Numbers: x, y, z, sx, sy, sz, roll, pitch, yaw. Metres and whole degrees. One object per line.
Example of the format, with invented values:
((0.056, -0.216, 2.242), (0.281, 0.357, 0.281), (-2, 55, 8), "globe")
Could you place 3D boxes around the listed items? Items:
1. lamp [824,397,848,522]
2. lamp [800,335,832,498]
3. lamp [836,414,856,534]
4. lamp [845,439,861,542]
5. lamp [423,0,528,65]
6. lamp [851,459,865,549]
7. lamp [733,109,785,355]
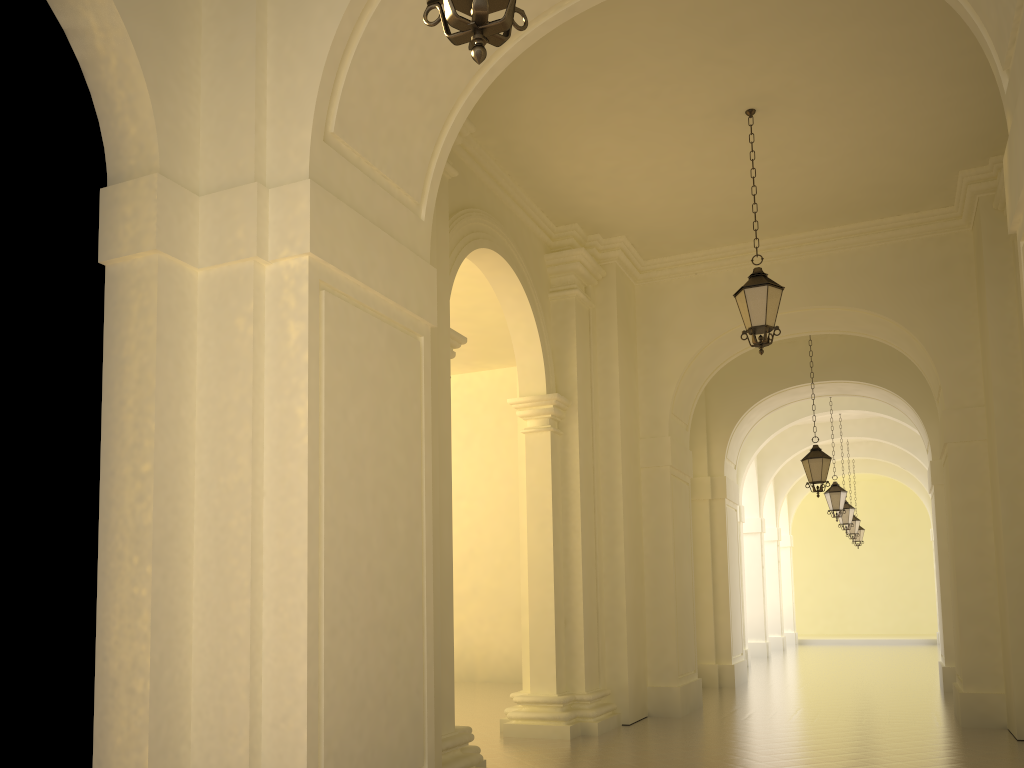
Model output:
((7.083, 1.401, 19.310), (0.512, 3.257, 0.447), (-4, -6, 23), "lamp")
((5.057, 0.274, 14.700), (0.442, 3.257, 0.518), (0, -6, -7), "lamp")
((8.645, 2.271, 22.868), (0.512, 3.257, 0.447), (-4, -6, 23), "lamp")
((10.180, 3.125, 26.361), (0.512, 3.257, 0.447), (-4, -6, 23), "lamp")
((-0.133, -2.616, 2.883), (0.442, 3.257, 0.518), (0, -6, -7), "lamp")
((11.705, 3.974, 29.833), (0.512, 3.257, 0.447), (-4, -6, 23), "lamp")
((2.463, -1.542, 8.844), (0.512, 2.525, 0.447), (3, -7, -36), "lamp")
